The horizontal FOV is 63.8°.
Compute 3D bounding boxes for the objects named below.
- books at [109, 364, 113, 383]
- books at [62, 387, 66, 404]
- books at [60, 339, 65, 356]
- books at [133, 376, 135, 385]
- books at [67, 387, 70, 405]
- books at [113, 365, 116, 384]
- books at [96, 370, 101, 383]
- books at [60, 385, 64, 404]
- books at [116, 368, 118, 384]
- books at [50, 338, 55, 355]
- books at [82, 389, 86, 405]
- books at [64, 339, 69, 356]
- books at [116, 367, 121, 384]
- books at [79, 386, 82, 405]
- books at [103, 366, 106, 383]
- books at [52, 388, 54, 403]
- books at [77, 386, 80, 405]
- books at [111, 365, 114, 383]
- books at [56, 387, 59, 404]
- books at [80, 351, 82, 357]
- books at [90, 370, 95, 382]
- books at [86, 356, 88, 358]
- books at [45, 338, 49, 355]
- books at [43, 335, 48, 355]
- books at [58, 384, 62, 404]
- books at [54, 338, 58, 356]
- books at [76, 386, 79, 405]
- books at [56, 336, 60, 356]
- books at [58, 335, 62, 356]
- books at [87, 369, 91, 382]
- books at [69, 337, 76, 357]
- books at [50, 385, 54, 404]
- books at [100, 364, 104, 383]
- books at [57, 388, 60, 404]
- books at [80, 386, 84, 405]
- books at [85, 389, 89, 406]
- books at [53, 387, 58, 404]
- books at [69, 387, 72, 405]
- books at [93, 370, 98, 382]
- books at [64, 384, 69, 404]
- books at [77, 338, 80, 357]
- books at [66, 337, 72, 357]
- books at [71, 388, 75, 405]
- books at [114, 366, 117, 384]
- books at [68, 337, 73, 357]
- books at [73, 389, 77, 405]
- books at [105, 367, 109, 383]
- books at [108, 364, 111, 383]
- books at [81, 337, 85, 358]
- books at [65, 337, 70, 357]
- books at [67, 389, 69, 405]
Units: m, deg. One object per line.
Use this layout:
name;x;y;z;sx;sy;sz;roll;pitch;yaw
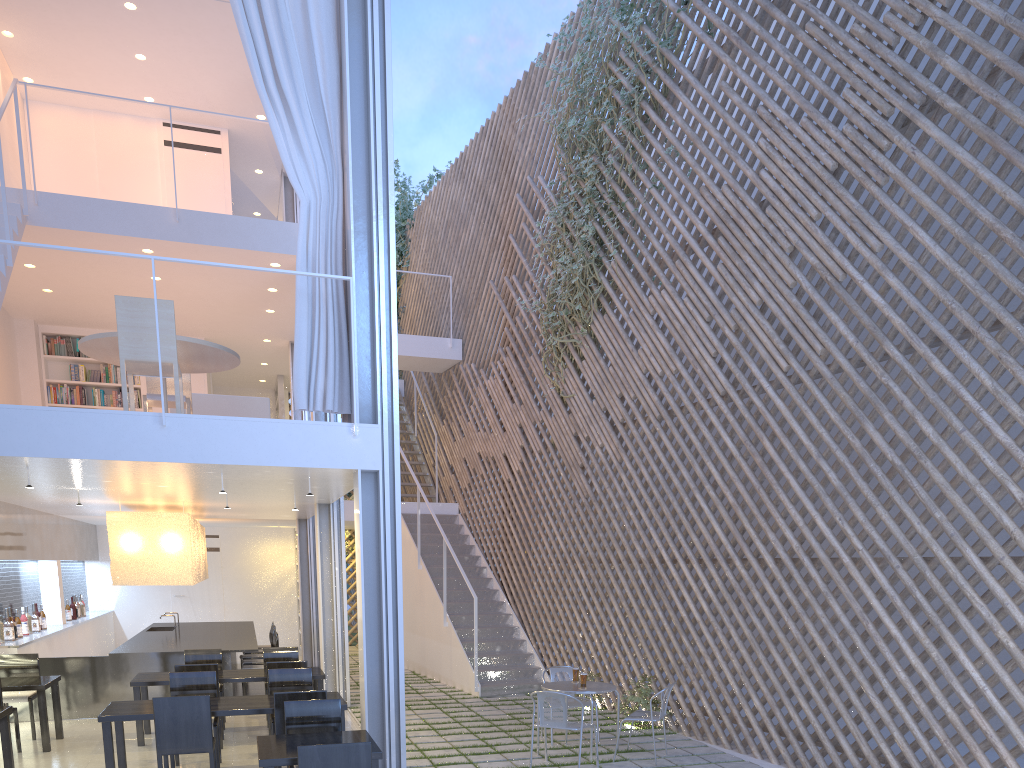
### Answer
books;-2.712;0.367;4.616;0.023;1.684;3.559;-2;-8;-10
books;-3.304;0.099;6.084;0.015;0.128;0.087;-3;3;-19
books;-3.283;-0.253;6.030;0.020;0.125;0.090;-3;3;-19
books;-2.651;0.361;4.620;0.045;1.624;3.620;-1;-8;-7
books;-3.272;0.096;6.090;0.008;0.137;0.094;-3;3;-19
books;-2.708;0.367;4.617;0.023;1.685;3.564;-1;-8;-9
books;-3.083;-0.047;6.144;0.040;0.103;0.061;-2;4;-18
books;-3.319;0.091;6.083;0.015;0.145;0.077;-3;5;-19
books;-2.716;0.373;4.606;0.025;1.667;3.592;-1;-8;-8
books;-3.351;-0.259;6.019;0.021;0.133;0.068;-3;6;-19
books;-3.178;0.108;6.122;0.015;0.126;0.091;-3;3;-19
books;-3.268;-0.255;6.032;0.007;0.131;0.094;-3;3;-19
books;-2.671;0.360;4.598;0.034;1.633;3.626;-1;-8;-9
books;-3.202;0.097;6.117;0.008;0.148;0.082;-3;5;-19
books;-2.724;0.352;4.563;0.123;1.633;3.647;-2;-8;-10
books;-3.371;0.096;6.063;0.006;0.123;0.088;-3;3;-19
books;-3.210;0.096;6.112;0.009;0.148;0.088;-3;5;-19
books;-2.719;0.369;4.613;0.024;1.680;3.567;-1;-8;-9
books;-3.344;0.096;6.068;0.006;0.125;0.093;-3;3;-19
books;-3.172;-0.246;6.066;0.015;0.128;0.087;-3;3;-19
books;-3.124;-0.050;6.130;0.040;0.103;0.061;-2;4;-18
books;-3.138;-0.251;6.076;0.010;0.143;0.087;-3;4;-19
books;-3.382;-0.261;5.997;0.006;0.125;0.093;-3;3;-19
books;-3.393;-0.270;5.995;0.015;0.145;0.087;-3;5;-19
books;-3.332;0.084;6.076;0.011;0.156;0.080;-3;6;-19
books;-3.331;-0.258;6.026;0.021;0.133;0.068;-3;6;-19
books;-3.219;0.097;6.109;0.010;0.143;0.087;-3;4;-19
books;-3.312;-0.265;6.022;0.011;0.148;0.084;-3;5;-19
books;-3.301;-0.268;6.027;0.011;0.156;0.080;-3;6;-19
books;-3.145;-0.051;6.125;0.040;0.103;0.061;-2;4;-18
books;-3.230;-0.259;6.049;0.024;0.148;0.082;-3;5;-19
books;-3.381;0.085;6.058;0.015;0.145;0.087;-3;5;-19
books;-3.053;-0.067;6.141;0.015;0.145;0.077;-3;5;-19
books;-3.340;0.100;6.077;0.006;0.122;0.079;-3;4;-19
books;-3.192;0.098;6.119;0.011;0.148;0.084;-3;5;-19
books;-3.171;0.109;6.135;0.006;0.131;0.070;-3;5;-19
books;-3.357;0.096;6.066;0.020;0.125;0.090;-3;3;-19
books;-3.264;0.099;6.093;0.007;0.131;0.094;-3;3;-19
books;-3.103;-0.048;6.138;0.040;0.103;0.061;-2;4;-18
books;-3.289;0.087;6.087;0.015;0.155;0.085;-3;5;-19
books;-3.193;-0.255;6.064;0.027;0.146;0.077;-3;5;-19
books;-3.247;-0.260;6.044;0.024;0.148;0.082;-3;5;-19
books;-3.254;0.102;6.109;0.021;0.133;0.068;-3;6;-19
books;-2.963;-0.058;6.163;0.008;0.137;0.094;-3;3;-19
books;-3.238;-0.259;6.047;0.024;0.148;0.082;-3;5;-19
books;-3.233;0.107;6.109;0.018;0.123;0.084;-3;3;-19
books;-2.741;0.377;4.606;0.030;1.660;3.568;-2;-8;-10
books;-3.006;-0.069;6.154;0.011;0.156;0.080;-3;6;-19
books;-3.158;-0.258;6.069;0.015;0.155;0.085;-3;5;-19
books;-3.256;-0.261;6.041;0.024;0.148;0.082;-3;5;-19
books;-3.278;0.098;6.089;0.005;0.131;0.094;-3;3;-19
